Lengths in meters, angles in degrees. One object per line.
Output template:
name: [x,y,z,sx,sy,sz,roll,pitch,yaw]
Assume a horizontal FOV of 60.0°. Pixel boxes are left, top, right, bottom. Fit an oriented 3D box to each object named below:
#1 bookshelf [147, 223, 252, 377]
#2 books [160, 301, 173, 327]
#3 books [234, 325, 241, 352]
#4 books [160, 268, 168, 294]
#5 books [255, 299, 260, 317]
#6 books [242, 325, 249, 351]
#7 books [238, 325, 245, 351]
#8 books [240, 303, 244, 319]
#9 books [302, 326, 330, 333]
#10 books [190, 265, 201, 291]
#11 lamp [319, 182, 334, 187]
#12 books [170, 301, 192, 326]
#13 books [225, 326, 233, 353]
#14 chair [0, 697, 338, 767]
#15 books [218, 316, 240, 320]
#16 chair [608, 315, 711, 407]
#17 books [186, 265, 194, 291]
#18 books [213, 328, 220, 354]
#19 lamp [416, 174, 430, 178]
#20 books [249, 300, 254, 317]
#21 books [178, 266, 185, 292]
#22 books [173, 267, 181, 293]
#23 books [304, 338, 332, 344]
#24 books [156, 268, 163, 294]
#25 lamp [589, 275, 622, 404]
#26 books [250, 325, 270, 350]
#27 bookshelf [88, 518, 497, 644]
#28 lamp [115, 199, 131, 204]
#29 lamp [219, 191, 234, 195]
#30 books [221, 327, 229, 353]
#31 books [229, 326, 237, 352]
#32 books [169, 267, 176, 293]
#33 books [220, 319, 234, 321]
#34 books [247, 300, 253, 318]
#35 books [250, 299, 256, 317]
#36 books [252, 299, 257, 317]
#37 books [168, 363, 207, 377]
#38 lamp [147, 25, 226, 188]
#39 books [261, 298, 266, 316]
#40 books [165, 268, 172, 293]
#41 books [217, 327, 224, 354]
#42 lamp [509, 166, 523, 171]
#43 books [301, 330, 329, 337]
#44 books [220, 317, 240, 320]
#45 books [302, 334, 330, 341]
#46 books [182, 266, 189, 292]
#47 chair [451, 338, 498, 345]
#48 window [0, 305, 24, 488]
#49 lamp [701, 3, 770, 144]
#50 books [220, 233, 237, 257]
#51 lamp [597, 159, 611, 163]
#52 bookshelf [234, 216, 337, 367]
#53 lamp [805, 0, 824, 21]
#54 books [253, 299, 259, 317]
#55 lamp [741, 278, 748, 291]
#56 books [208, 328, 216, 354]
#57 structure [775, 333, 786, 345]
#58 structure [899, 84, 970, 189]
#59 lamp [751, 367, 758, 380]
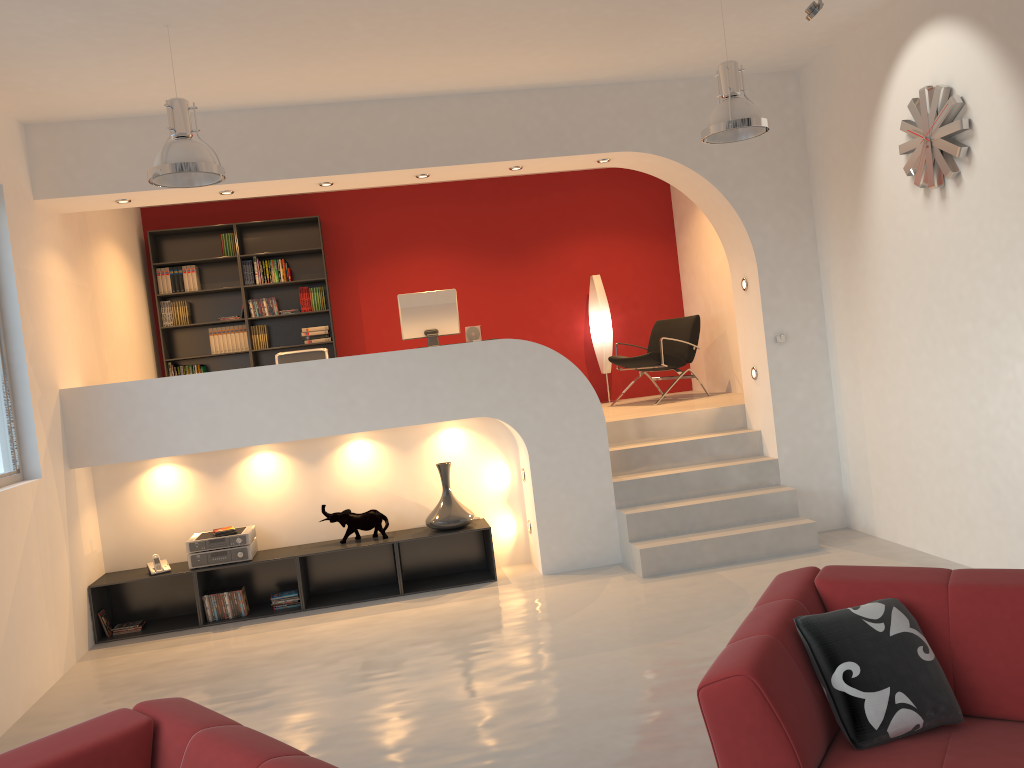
bookshelf: [-3.009,-0.426,8.782,0.816,2.213,0.305,-7,2,-9]
books: [-3.392,-0.684,8.764,0.090,0.256,0.181,-7,2,-9]
books: [-2.729,-0.448,8.860,0.040,0.260,0.200,-7,2,-9]
books: [-3.409,-1.002,8.744,0.040,0.260,0.200,-7,2,-9]
books: [-2.545,-0.754,8.905,0.031,0.190,0.135,-7,2,-9]
books: [-2.649,-0.458,8.872,0.040,0.260,0.200,-7,2,-9]
books: [-2.689,-0.453,8.866,0.040,0.260,0.200,-7,2,-9]
books: [-2.693,-0.734,8.882,0.063,0.187,0.135,-7,2,-9]
books: [-1.980,-0.549,8.952,0.260,0.040,0.200,-7,2,-9]
books: [-3.131,-1.036,8.788,0.040,0.260,0.200,-7,2,-9]
lamp: [-1.342,-1.442,6.411,0.105,0.011,0.105,-7,2,-20]
books: [-3.272,-0.690,8.782,0.146,0.240,0.170,-7,2,-9]
books: [-2.809,-0.439,8.847,0.040,0.260,0.200,-7,2,-9]
chair: [-0.977,1.299,1.966,0.951,0.738,1.288,-5,2,41]
books: [-2.827,-0.662,8.862,0.190,0.015,0.135,-7,2,-9]
chair: [1.404,-0.228,8.652,0.768,0.795,0.664,-8,2,-34]
books: [-3.170,-1.031,8.782,0.040,0.260,0.200,-7,2,-9]
books: [-2.928,-0.424,8.828,0.040,0.260,0.200,-7,2,-9]
lamp: [-0.656,-1.526,6.519,0.105,0.011,0.105,-7,2,-20]
books: [-2.604,-0.747,8.896,0.031,0.190,0.135,-7,2,-9]
books: [-3.250,-1.021,8.769,0.040,0.260,0.200,-7,2,-9]
books: [-3.290,-1.016,8.763,0.040,0.260,0.200,-7,2,-9]
books: [-1.956,-0.432,8.971,0.260,0.040,0.200,-7,2,-7]
books: [-3.449,-0.997,8.738,0.040,0.260,0.200,-7,2,-9]
lamp: [0.955,-0.475,9.370,0.237,1.349,0.237,-7,2,-1]
books: [-2.526,-0.463,8.903,0.146,0.240,0.170,-7,2,-9]
bookshelf: [-1.515,1.395,6.406,2.764,0.397,0.405,-7,2,-9]
lamp: [-2.715,-1.274,6.194,0.105,0.011,0.105,-7,2,-5]
lamp: [-2.029,-1.358,6.302,0.105,0.011,0.105,-7,2,-20]
books: [-2.848,-0.434,8.841,0.040,0.260,0.200,-7,2,-9]
books: [-2.769,-0.443,8.853,0.040,0.260,0.200,-7,2,-9]
books: [-3.330,-1.011,8.757,0.040,0.260,0.200,-7,2,-9]
books: [-2.813,-0.633,8.864,0.190,0.015,0.135,-7,2,-9]
books: [-2.619,-0.745,8.894,0.031,0.190,0.135,-7,2,-9]
books: [-2.589,-0.749,8.898,0.031,0.190,0.135,-7,2,-9]
books: [-2.575,-0.751,8.901,0.031,0.190,0.135,-7,2,-9]
books: [-3.194,-0.085,8.779,0.341,0.286,0.231,-7,2,-9]
lamp: [-1.724,-1.451,4.571,0.379,0.800,0.379,-8,2,-38]
books: [-2.486,-0.762,8.915,0.031,0.190,0.135,-7,2,-9]
books: [-3.369,-1.007,8.751,0.040,0.260,0.200,-7,2,-9]
books: [-2.888,-0.429,8.835,0.040,0.260,0.200,-7,2,-9]
lamp: [0.030,-1.610,6.627,0.105,0.011,0.105,-7,2,-20]
books: [-1.987,-0.508,8.960,0.260,0.040,0.200,-7,2,-9]
books: [-2.807,-0.649,8.865,0.190,0.015,0.135,-7,2,-9]
books: [-1.978,-0.469,8.963,0.260,0.040,0.200,-7,2,-9]
books: [-3.210,-1.026,8.776,0.040,0.260,0.200,-7,2,-9]
chair: [-0.440,0.000,8.303,0.664,0.795,0.768,-6,2,11]
window: [-2.942,-0.284,4.196,0.100,1.800,2.400,-7,2,-9]
lamp: [1.226,-1.812,5.037,0.379,0.800,0.379,-8,2,-38]
books: [-2.809,-1.369,8.847,0.146,0.240,0.170,-7,2,-9]
lamp: [0.698,-1.692,6.733,0.105,0.011,0.105,-7,2,-20]
bookshelf: [-2.208,-0.524,8.909,0.816,2.213,0.305,-7,2,-9]
lamp: [1.737,-2.184,5.102,0.112,0.176,0.118,-6,2,33]
books: [-2.560,-0.753,8.903,0.031,0.190,0.135,-7,2,-9]
lamp: [1.814,-0.776,6.922,0.011,0.105,0.105,-7,2,-9]
books: [-2.967,-0.419,8.822,0.040,0.260,0.200,-7,2,-9]
structure: [2.030,-0.342,6.700,0.080,0.080,0.016,-7,2,-9]
structure: [2.468,-1.452,5.229,0.090,0.596,0.596,-7,2,-9]
lamp: [1.896,-0.082,6.944,0.011,0.105,0.105,-7,2,-9]
